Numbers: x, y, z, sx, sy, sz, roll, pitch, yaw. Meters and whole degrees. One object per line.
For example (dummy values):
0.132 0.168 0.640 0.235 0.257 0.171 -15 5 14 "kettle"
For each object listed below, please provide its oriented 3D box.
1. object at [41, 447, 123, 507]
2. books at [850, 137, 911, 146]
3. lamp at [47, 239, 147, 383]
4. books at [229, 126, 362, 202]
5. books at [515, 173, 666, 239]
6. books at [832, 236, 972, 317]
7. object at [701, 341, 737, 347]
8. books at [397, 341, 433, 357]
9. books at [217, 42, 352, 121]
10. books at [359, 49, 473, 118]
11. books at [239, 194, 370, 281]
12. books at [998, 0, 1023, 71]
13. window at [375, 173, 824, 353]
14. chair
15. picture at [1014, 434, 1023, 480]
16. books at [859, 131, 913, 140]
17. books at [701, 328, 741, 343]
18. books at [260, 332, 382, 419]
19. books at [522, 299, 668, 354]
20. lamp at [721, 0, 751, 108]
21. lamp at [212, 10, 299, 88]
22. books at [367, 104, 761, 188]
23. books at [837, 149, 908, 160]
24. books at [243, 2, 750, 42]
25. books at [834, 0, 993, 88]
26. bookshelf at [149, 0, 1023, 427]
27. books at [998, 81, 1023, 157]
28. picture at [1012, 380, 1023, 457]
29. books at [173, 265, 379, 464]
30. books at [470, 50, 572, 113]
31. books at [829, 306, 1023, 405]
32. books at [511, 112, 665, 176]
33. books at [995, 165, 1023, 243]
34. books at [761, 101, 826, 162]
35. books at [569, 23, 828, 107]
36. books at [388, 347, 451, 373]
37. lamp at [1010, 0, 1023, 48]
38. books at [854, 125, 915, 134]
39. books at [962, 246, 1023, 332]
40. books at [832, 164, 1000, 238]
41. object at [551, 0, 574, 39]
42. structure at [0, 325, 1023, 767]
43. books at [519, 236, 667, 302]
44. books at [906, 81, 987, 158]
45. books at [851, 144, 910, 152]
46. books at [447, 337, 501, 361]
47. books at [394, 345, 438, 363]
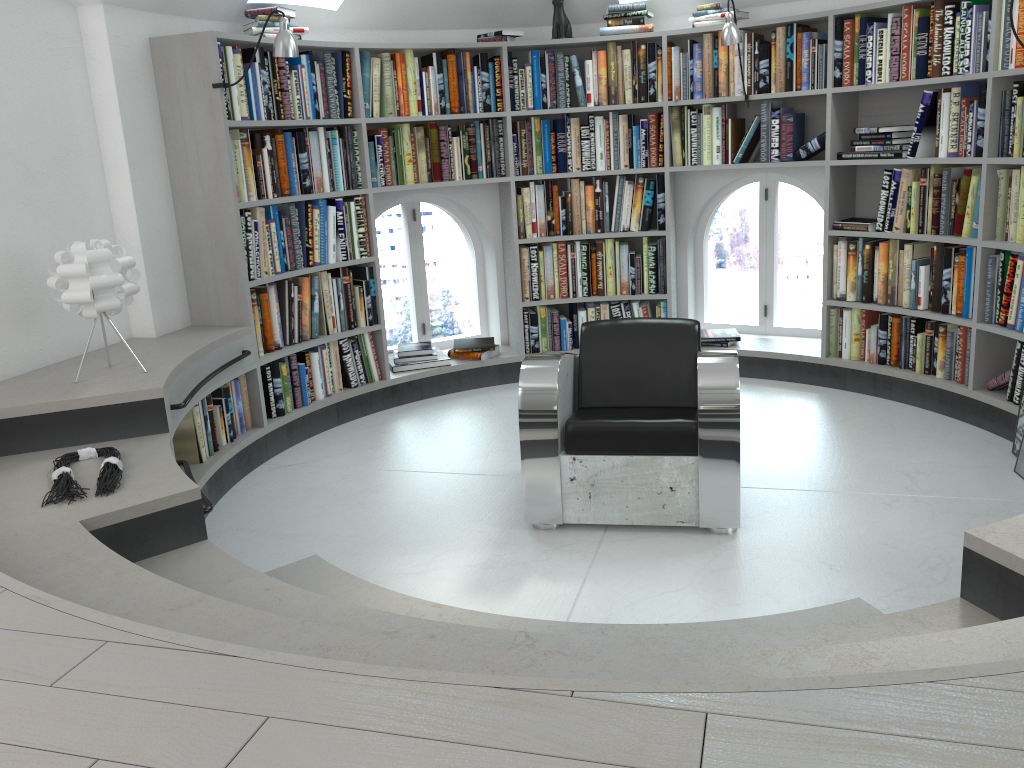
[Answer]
-1.367 0.285 2.849 0.218 0.081 0.475 -9 16 -20 "object"
2.017 -1.297 4.734 0.269 0.031 0.287 -10 16 -22 "books"
-1.596 -0.292 3.433 0.305 0.521 0.308 -2 14 5 "lamp"
-1.208 -1.157 4.645 0.303 0.345 1.094 5 17 31 "books"
0.494 -1.118 5.539 0.997 0.349 0.299 -3 14 0 "books"
2.109 -0.600 4.713 0.273 0.348 0.876 -12 17 -30 "books"
1.294 -0.277 5.613 0.227 0.036 0.215 6 18 32 "object"
-0.610 -0.218 5.565 0.213 0.036 0.228 -5 15 -6 "books"
-1.230 -1.525 4.532 0.301 0.359 1.038 6 18 32 "books"
-0.599 -1.734 5.139 0.795 0.370 0.270 -12 16 -29 "books"
-1.163 -0.784 4.690 0.261 0.357 1.025 6 18 33 "books"
2.323 -1.467 3.501 0.292 0.360 1.021 -4 15 -1 "books"
0.508 -0.776 5.720 3.230 1.143 0.621 -3 14 3 "window"
0.503 0.136 3.658 0.823 0.714 0.746 -1 15 11 "chair"
2.136 0.173 3.455 0.107 0.551 0.493 -2 14 7 "picture"
2.015 -1.327 4.726 0.214 0.036 0.228 -10 16 -22 "books"
1.292 -0.306 5.605 0.268 0.029 0.255 -2 15 7 "books"
-1.114 -0.084 4.933 0.283 0.317 0.923 6 18 34 "books"
0.536 -0.394 5.713 1.019 0.304 0.289 -3 14 2 "books"
1.227 -1.810 4.868 0.113 0.563 0.360 2 15 23 "lamp"
-1.168 -1.518 4.025 0.414 0.310 0.117 0 14 13 "lamp"
0.268 -1.428 5.316 2.529 0.368 0.595 -4 15 -2 "books"
2.021 -1.235 4.749 0.366 0.042 0.389 -13 18 -32 "books"
-0.064 -2.046 5.033 2.816 0.172 0.752 -7 16 -12 "books"
2.051 -1.706 4.428 0.306 0.365 0.974 -12 17 -29 "books"
0.741 -0.943 4.682 4.333 1.867 2.123 1 15 16 "bookshelf"
2.345 -1.094 3.580 0.279 0.356 1.060 -3 15 2 "books"
2.218 -0.028 3.571 0.090 0.857 0.582 -2 14 7 "picture"
-1.260 -0.183 4.600 0.391 0.691 1.651 3 17 26 "books"
0.036 -1.825 5.373 0.682 0.344 0.266 -5 14 -6 "books"
2.226 -0.182 4.535 0.360 0.309 1.505 -9 16 -20 "books"
0.472 -1.494 5.490 1.028 0.357 0.302 -3 14 3 "books"
2.375 -0.722 3.665 0.275 0.345 1.028 -3 15 2 "books"
1.634 -1.436 5.016 0.399 0.338 0.225 7 18 36 "books"
1.094 -1.852 5.186 1.566 0.364 0.396 3 16 22 "books"
-0.607 -0.155 5.580 0.366 0.042 0.390 -8 16 -16 "books"
2.103 -1.465 3.479 0.275 0.522 0.113 -2 14 7 "lamp"
2.013 -1.357 4.719 0.269 0.031 0.288 -4 15 -3 "books"
2.383 -0.372 3.822 0.304 0.356 1.192 -4 15 -2 "books"
2.121 -0.949 4.546 0.252 0.350 0.978 -12 17 -29 "books"
0.302 -2.179 5.275 0.147 0.263 0.203 0 15 13 "object"
0.408 0.169 3.581 4.720 0.688 4.732 -12 17 -27 "structure"
0.531 -0.746 5.631 1.031 0.355 0.295 -3 14 2 "books"
2.223 -1.283 4.305 0.256 0.348 0.556 -11 16 -26 "books"
2.019 -1.267 4.741 0.270 0.031 0.287 -15 19 -37 "books"
-0.239 -0.222 5.641 0.318 0.099 0.293 1 16 18 "books"
-0.609 -0.188 5.572 0.269 0.031 0.288 -5 15 -6 "books"
